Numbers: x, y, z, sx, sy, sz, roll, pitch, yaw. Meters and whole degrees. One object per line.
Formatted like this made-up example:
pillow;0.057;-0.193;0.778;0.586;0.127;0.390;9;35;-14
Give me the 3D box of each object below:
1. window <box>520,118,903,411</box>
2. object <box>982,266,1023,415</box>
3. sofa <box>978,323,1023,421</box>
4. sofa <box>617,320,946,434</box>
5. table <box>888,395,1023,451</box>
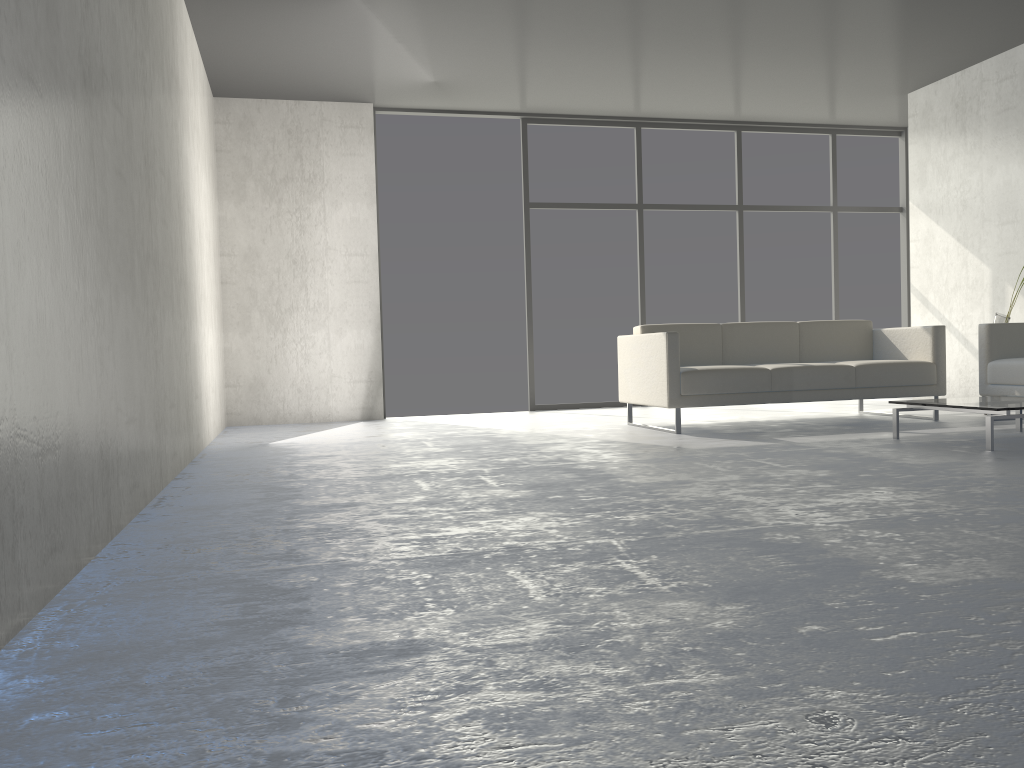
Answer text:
window;2.090;-1.078;7.997;4.080;2.477;0.037;-2;2;-14
object;3.246;-0.319;5.668;0.387;1.051;0.400;-1;2;14
sofa;3.464;-0.097;4.620;0.821;0.658;1.881;-2;2;-14
sofa;1.712;-0.081;5.697;1.881;0.658;0.821;-2;2;-14
table;2.407;0.178;4.323;0.773;0.190;0.730;-2;2;-14
